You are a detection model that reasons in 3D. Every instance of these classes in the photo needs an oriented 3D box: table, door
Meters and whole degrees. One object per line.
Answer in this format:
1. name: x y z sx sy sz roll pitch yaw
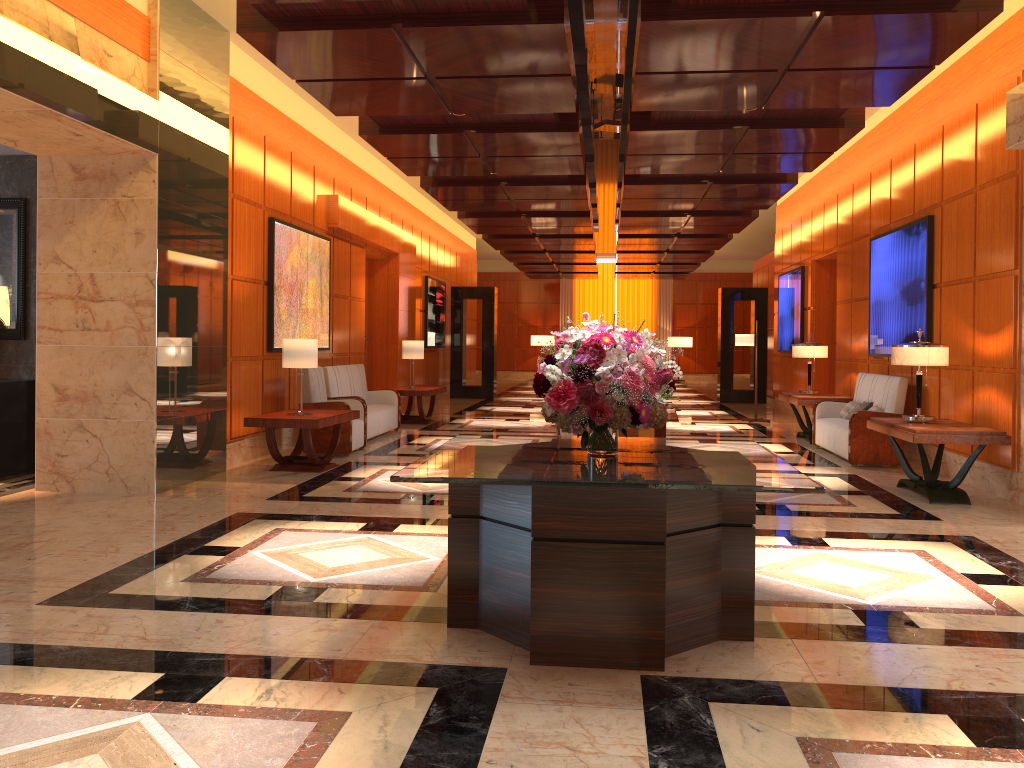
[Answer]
1. table: -1.499 0.334 13.693 0.725 0.534 1.168 1 2 9
2. table: -2.035 0.560 8.711 0.725 0.534 1.168 1 2 9
3. door: -2.360 -0.757 14.237 0.340 2.650 1.500 1 1 6
4. door: 4.943 -0.645 13.470 0.340 2.650 1.538 1 1 6
5. table: 0.414 0.696 4.067 1.600 0.744 1.602 1 2 6
6. table: 3.551 0.641 7.488 0.725 0.606 1.271 1 2 6
7. table: 1.440 0.573 9.716 0.722 0.495 1.561 1 2 9
8. table: 4.003 0.451 11.686 0.725 0.606 1.271 1 2 6

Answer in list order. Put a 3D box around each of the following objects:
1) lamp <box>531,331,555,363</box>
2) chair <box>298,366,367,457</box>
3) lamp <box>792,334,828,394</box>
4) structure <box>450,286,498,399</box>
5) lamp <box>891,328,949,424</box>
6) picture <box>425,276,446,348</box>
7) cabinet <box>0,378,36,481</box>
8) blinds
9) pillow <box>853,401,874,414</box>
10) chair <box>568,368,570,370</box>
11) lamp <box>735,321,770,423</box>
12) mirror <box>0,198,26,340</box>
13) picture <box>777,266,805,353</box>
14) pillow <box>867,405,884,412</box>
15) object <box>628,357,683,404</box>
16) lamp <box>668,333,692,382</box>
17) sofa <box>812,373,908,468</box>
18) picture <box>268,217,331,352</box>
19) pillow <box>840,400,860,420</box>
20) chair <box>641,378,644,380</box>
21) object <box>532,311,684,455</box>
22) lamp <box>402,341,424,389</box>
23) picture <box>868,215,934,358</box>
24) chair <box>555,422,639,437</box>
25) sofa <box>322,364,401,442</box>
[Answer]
1. lamp: 1.049 -0.979 30.415 0.811 1.660 0.811 0 1 -44
2. chair: -2.008 0.285 9.900 0.628 0.960 0.738 1 1 5
3. lamp: 3.949 -0.269 11.756 0.458 0.793 0.459 0 1 -32
4. structure: -0.857 -0.931 19.963 0.985 2.497 0.500 1 0 6
5. lamp: 3.504 -0.073 7.625 0.458 0.809 0.459 1 1 15
6. picture: -1.613 -1.492 18.765 0.056 1.451 1.998 1 2 6
7. cabinet: -5.509 0.389 8.071 2.190 0.868 0.784 1 1 6
8. blinds: 3.582 -2.177 30.772 3.853 4.063 0.149 1 0 6
9. pillow: 3.959 0.318 9.990 0.160 0.253 0.358 1 2 3
10. chair: 1.933 -0.394 26.293 0.576 0.894 0.584 2 1 44
11. lamp: 3.918 -0.208 14.494 0.526 1.660 0.360 1 0 -4
12. mirror: -5.456 -1.095 8.425 1.767 1.338 0.029 1 0 6
13. picture: 4.943 -1.283 15.743 0.056 1.451 1.998 1 2 6
14. pillow: 3.876 0.352 9.549 0.202 0.229 0.273 1 2 9
15. object: 1.515 0.013 9.824 0.788 0.617 0.418 0 1 -17
16. lamp: 5.666 -0.907 29.919 0.811 1.660 0.811 0 1 -44
17. sofa: 3.888 0.356 9.978 0.612 0.932 1.800 1 2 7
18. picture: -2.498 -1.119 10.551 0.056 1.451 1.998 1 2 6
19. pillow: 3.977 0.306 10.425 0.195 0.227 0.344 1 2 11
20. chair: 1.378 0.259 11.223 0.738 0.960 0.629 1 1 25
21. object: 0.422 -0.007 4.081 0.650 0.658 0.680 1 2 -3
22. lamp: 2.067 -0.015 8.345 0.335 0.734 13.008 0 2 -34
23. picture: 4.316 -1.018 9.916 0.056 1.451 1.998 1 2 6
24. chair: 0.762 0.389 8.290 0.628 0.960 0.738 0 1 -15
25. sofa: -1.948 0.223 11.519 0.612 0.932 1.800 1 2 7
